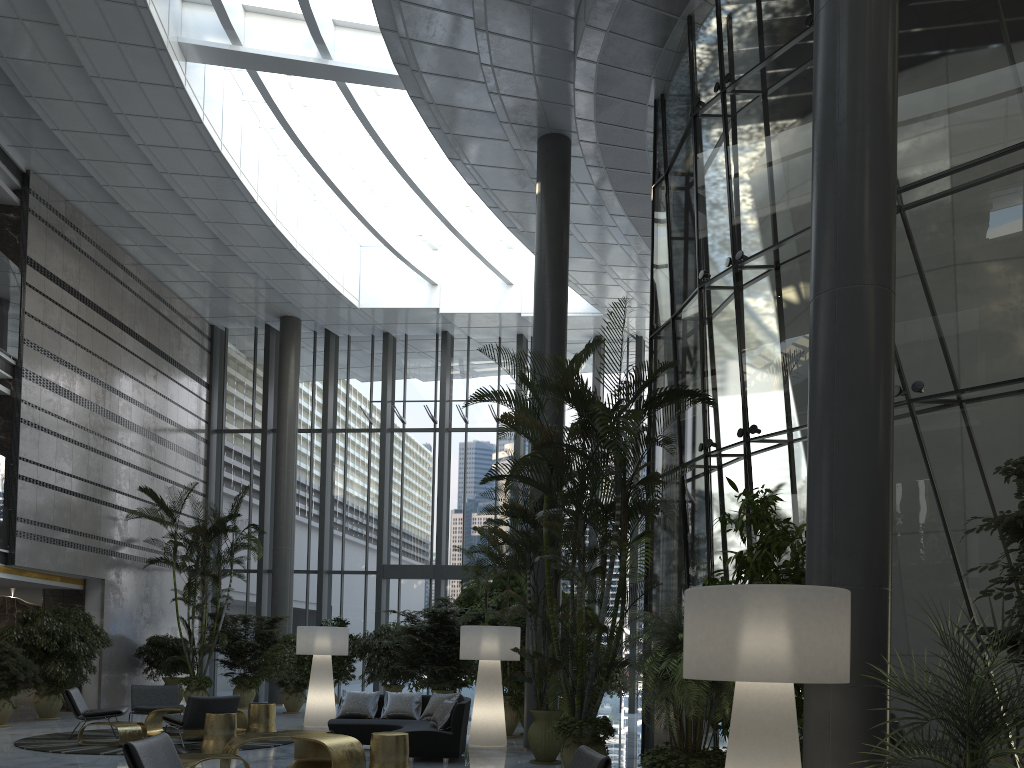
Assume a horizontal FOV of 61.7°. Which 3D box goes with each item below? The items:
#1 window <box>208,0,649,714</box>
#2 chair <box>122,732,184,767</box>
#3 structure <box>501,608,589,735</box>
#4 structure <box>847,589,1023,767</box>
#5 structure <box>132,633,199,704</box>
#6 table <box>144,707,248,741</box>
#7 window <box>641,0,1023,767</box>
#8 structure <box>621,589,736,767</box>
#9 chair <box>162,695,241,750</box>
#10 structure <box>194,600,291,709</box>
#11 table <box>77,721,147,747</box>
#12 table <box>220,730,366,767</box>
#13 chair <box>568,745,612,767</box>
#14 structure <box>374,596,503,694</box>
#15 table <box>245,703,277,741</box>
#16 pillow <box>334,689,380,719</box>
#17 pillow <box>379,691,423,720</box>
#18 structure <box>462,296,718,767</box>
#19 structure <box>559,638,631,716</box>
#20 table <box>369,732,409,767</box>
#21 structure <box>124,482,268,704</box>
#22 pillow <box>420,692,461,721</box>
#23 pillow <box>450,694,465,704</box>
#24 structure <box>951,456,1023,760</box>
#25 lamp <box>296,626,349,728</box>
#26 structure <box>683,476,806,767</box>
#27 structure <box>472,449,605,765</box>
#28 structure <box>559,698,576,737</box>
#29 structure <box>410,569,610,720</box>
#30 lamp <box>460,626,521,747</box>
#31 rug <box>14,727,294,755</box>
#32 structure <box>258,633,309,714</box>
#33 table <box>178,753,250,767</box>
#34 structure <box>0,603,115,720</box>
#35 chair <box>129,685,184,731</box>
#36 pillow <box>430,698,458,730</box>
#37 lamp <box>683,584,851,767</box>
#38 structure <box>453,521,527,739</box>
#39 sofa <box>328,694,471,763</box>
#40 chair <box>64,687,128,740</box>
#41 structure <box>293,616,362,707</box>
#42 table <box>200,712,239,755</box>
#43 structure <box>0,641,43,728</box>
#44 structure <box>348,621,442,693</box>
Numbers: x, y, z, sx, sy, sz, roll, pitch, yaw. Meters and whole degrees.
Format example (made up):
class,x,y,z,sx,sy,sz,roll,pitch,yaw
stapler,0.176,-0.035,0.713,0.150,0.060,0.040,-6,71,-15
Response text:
class,x,y,z,sx,sy,sz,roll,pitch,yaw
window,-3.259,0.126,12.406,13.443,9.754,19.570,-3,-15,20
chair,-2.129,2.696,5.725,0.731,0.655,0.748,2,-10,-4
structure,0.361,4.535,13.658,1.640,2.083,1.550,8,-10,-41
structure,2.213,1.820,4.176,1.432,1.659,1.285,9,-10,-41
structure,-7.036,5.857,17.495,1.456,1.513,1.119,9,-11,-41
table,-4.344,4.754,12.037,1.352,0.386,1.252,-10,-20,35
window,4.113,1.449,12.849,4.202,7.742,16.079,1,-14,8
structure,1.232,2.279,5.823,0.990,1.736,0.929,3,-5,-11
chair,-3.932,4.260,10.852,0.720,0.655,0.759,-7,-14,40
structure,-5.575,5.647,17.921,1.882,2.246,1.901,3,-8,-9
table,-5.078,4.445,10.898,0.763,0.263,0.882,6,-17,-18
table,-2.179,3.796,8.791,1.457,0.412,1.324,1,-16,1
chair,0.213,2.657,5.432,0.735,0.655,0.744,3,-11,-9
structure,-1.269,4.775,14.874,2.245,2.276,2.406,3,-10,-7
table,-3.482,4.691,11.919,0.445,0.486,0.454,3,-9,-7
pillow,-2.076,4.337,11.591,0.608,0.394,0.307,0,-8,4
pillow,-1.474,4.343,11.568,0.606,0.394,0.308,-1,-8,9
structure,0.696,1.679,8.516,2.469,4.566,2.560,3,-6,-12
structure,1.218,5.008,14.295,1.480,1.574,1.599,6,-11,-25
table,-1.185,3.624,8.279,0.441,0.486,0.458,1,-9,2
structure,-6.164,4.158,16.935,2.507,4.567,2.520,0,-5,12
pillow,-0.951,4.256,11.307,0.299,0.404,0.624,8,-14,-41
pillow,-0.760,4.051,10.626,0.365,0.440,0.649,3,-12,-10
structure,2.882,1.368,3.696,1.735,2.276,2.310,-2,-10,25
lamp,-3.174,4.879,14.290,0.825,1.639,0.871,-1,-5,24
structure,1.912,2.006,6.395,1.161,2.663,1.050,3,-4,-20
structure,0.366,2.680,10.259,1.664,3.656,2.076,2,-6,-9
structure,0.774,5.029,12.843,0.439,0.623,0.460,0,-7,10
structure,-0.015,4.960,16.385,3.729,2.892,3.323,-2,-11,19
lamp,-0.319,4.217,11.972,0.865,1.639,0.831,5,-6,-33
rug,-4.735,4.861,11.733,3.647,0.018,3.594,10,-19,-25
structure,-4.309,5.765,17.110,1.480,1.574,1.599,6,-11,-25
table,-2.924,3.572,7.900,0.789,0.281,0.972,-9,-19,33
structure,-7.706,4.670,14.447,1.611,1.929,2.120,-5,-12,36
chair,-5.324,4.853,12.846,0.747,0.655,0.732,7,-12,-29
pillow,-0.804,3.954,10.248,0.280,0.359,0.577,4,-13,-18
lamp,1.302,1.896,4.439,0.865,1.639,0.831,5,-6,-33
structure,-0.217,3.696,13.127,1.424,3.395,1.232,2,-3,-8
sofa,-1.471,4.309,10.813,1.923,0.683,2.087,1,-16,1
chair,-5.671,4.479,11.679,0.743,0.655,0.735,5,-11,-19
structure,-3.561,5.436,16.564,1.227,1.927,1.435,-2,-8,32
table,-3.521,4.218,10.344,0.441,0.486,0.458,1,-9,2
structure,-7.797,4.517,12.938,1.188,1.299,1.220,-2,-9,18
structure,-2.211,5.487,16.519,1.993,1.850,1.714,-7,-12,38
